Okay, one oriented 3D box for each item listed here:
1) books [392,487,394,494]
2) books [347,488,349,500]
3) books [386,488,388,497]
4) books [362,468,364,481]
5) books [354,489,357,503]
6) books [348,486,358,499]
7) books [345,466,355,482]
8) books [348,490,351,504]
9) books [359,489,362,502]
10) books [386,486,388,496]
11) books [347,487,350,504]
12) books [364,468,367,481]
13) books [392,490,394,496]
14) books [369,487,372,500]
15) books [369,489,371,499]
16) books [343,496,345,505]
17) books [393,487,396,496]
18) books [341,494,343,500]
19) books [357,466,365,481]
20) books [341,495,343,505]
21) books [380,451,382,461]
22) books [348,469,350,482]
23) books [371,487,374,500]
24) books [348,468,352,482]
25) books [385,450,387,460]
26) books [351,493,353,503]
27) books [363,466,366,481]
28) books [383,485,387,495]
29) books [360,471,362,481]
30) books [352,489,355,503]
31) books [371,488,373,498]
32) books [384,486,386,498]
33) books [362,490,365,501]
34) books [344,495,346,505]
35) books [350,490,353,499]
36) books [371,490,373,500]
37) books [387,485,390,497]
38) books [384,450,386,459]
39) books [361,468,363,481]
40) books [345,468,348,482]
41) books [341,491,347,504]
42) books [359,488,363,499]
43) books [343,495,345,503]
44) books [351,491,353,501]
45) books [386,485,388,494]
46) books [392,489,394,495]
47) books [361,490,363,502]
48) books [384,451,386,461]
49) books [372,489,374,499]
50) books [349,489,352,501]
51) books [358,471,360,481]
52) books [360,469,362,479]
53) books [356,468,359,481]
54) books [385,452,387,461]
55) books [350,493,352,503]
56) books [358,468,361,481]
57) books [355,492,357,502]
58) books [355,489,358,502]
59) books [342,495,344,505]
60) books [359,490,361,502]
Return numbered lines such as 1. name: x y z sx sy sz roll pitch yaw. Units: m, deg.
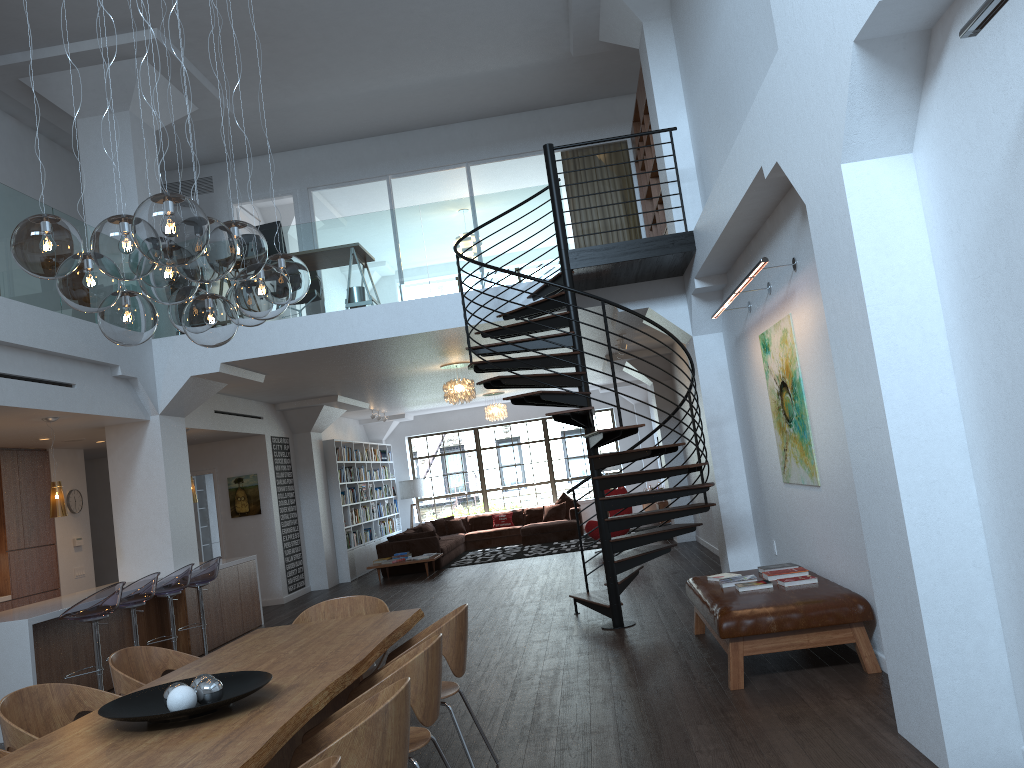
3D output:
1. books: -2.660 2.342 19.270 0.167 0.210 0.162 -8 -6 4
2. books: -2.970 1.975 15.559 0.197 0.283 0.065 -8 -6 4
3. books: -2.713 2.267 18.637 0.171 0.246 0.039 -8 -6 4
4. books: -2.909 1.732 16.825 0.174 0.239 0.045 -8 -6 4
5. books: -2.915 2.038 16.039 0.174 0.239 0.045 -8 -6 4
6. books: -2.914 2.026 16.177 0.176 0.294 0.102 -8 -6 4
7. books: -2.986 1.657 16.189 0.198 0.284 0.049 -8 -6 4
8. books: -2.946 2.008 15.692 0.174 0.239 0.045 -8 -6 4
9. books: -2.884 2.074 16.446 0.174 0.240 0.054 -8 -6 4
10. books: -2.713 2.269 18.676 0.160 0.251 0.039 -8 -6 4
11. books: -2.961 1.977 15.619 0.176 0.290 0.053 -8 -6 4
12. books: -2.888 1.745 17.034 0.159 0.250 0.026 -8 -6 4
13. books: -2.659 2.325 19.171 0.161 0.222 0.084 -8 -6 4
14. books: -2.822 2.138 17.222 0.174 0.251 0.051 -8 -6 4
15. books: -2.824 2.149 17.180 0.161 0.223 0.030 -8 -6 4
16. books: -2.952 2.013 15.293 0.110 0.153 0.019 -8 -6 4
17. books: -2.645 2.346 19.359 0.182 0.215 0.188 -8 -6 4
18. books: -2.975 1.995 15.233 0.134 0.184 0.030 -8 -6 4
19. books: -2.912 1.715 16.904 0.176 0.290 0.053 -8 -6 4
20. books: -2.970 1.992 15.185 0.128 0.178 0.022 -8 -6 4
21. books: -2.815 1.523 18.560 0.161 0.223 0.032 -8 -6 4
22. books: -2.996 1.648 15.888 0.171 0.246 0.039 -8 -6 4
23. books: -2.814 2.157 17.394 0.171 0.246 0.036 -8 -6 4
24. books: -2.994 1.652 15.962 0.183 0.253 0.042 -8 -6 4
25. books: -2.790 1.556 19.071 0.183 0.253 0.042 -8 -6 4
26. books: -2.932 2.026 15.810 0.161 0.223 0.027 -8 -6 4
27. books: -2.910 1.724 16.964 0.197 0.283 0.065 -8 -6 4
28. books: -2.723 2.258 18.564 0.183 0.253 0.042 -8 -6 4
29. books: -2.918 1.727 16.679 0.161 0.223 0.026 -8 -6 4
30. books: -2.926 2.023 15.940 0.182 0.253 0.034 -8 -6 4
31. books: -2.823 2.150 17.327 0.183 0.253 0.039 -8 -6 4
32. books: -2.721 2.253 18.451 0.174 0.240 0.054 -8 -6 4
33. books: -2.862 2.112 16.676 0.161 0.207 0.135 -8 -6 3
34. books: -2.943 2.014 15.357 0.106 0.162 0.032 -8 -6 4
35. books: -2.938 2.029 15.870 0.167 0.230 0.037 -8 -6 4
36. books: -2.810 2.158 17.290 0.161 0.223 0.030 -8 -6 4
37. books: -2.699 2.278 18.801 0.183 0.253 0.042 -8 -6 4
38. books: -2.797 1.548 18.984 0.183 0.253 0.042 -8 -6 4
39. books: -2.917 1.725 16.774 0.170 0.245 0.057 -8 -6 4
40. books: -3.009 1.630 15.724 0.183 0.253 0.042 -8 -6 4
41. books: -2.960 1.987 15.421 0.140 0.231 0.042 -8 -6 4
42. books: -2.886 2.079 16.559 0.183 0.253 0.042 -8 -6 4
43. books: -2.952 2.011 15.332 0.120 0.167 0.020 -8 -6 4
44. books: -2.932 2.029 15.836 0.161 0.223 0.026 -8 -6 4
45. books: -2.712 2.268 18.716 0.180 0.259 0.042 -8 -6 4
46. books: -2.658 2.330 19.205 0.161 0.218 0.101 -8 -6 4
47. books: -2.873 2.088 16.520 0.161 0.223 0.032 -8 -6 4
48. books: -2.801 1.544 18.941 0.183 0.253 0.042 -8 -6 4
49. books: -2.814 2.159 17.431 0.160 0.251 0.036 -8 -6 4
50. books: -2.944 2.012 15.786 0.159 0.250 0.026 -8 -6 4
51. books: -2.934 1.701 16.478 0.174 0.239 0.045 -8 -6 4
52. books: -2.914 1.730 16.705 0.161 0.223 0.027 -8 -6 4
53. books: -2.937 1.687 16.405 0.182 0.253 0.034 -8 -6 4
54. books: -2.796 1.552 19.028 0.183 0.253 0.042 -8 -6 4
55. books: -2.946 2.010 15.744 0.170 0.245 0.057 -8 -6 4
56. books: -2.928 1.704 16.578 0.182 0.253 0.034 -8 -6 4
57. books: -2.919 2.036 16.079 0.182 0.253 0.034 -8 -6 4
58. books: -2.906 2.038 16.112 0.182 0.253 0.034 -8 -6 4
59. books: -2.971 2.000 15.259 0.128 0.178 0.022 -8 -6 4
60. books: -2.887 2.079 16.402 0.161 0.223 0.032 -8 -6 4
